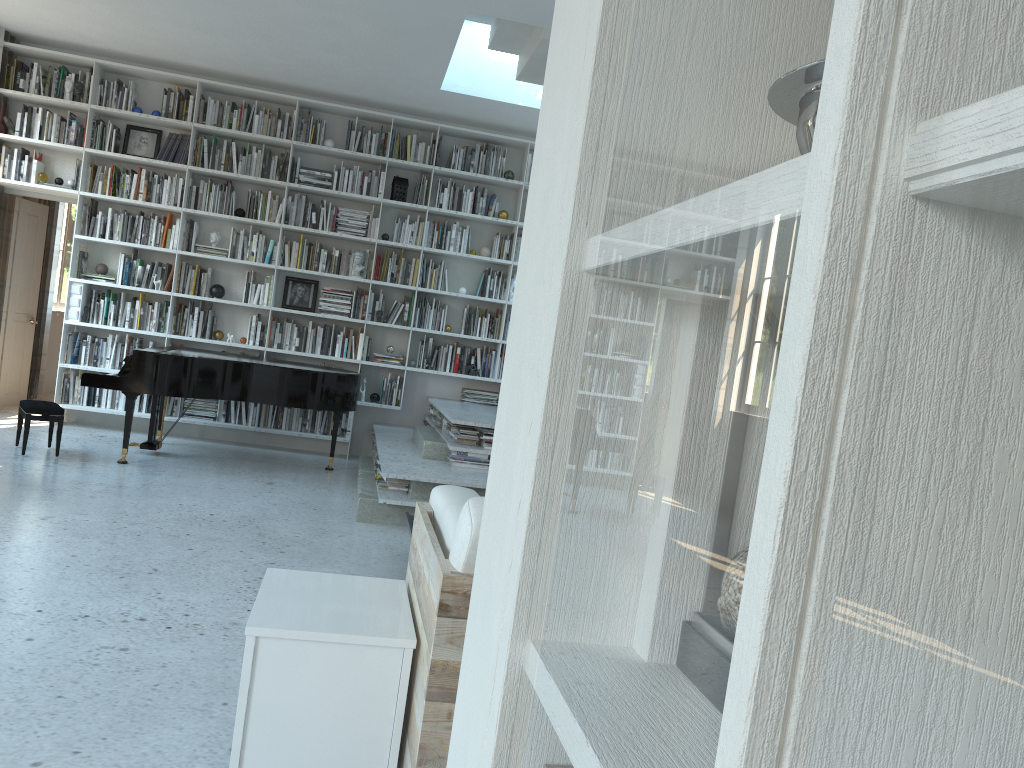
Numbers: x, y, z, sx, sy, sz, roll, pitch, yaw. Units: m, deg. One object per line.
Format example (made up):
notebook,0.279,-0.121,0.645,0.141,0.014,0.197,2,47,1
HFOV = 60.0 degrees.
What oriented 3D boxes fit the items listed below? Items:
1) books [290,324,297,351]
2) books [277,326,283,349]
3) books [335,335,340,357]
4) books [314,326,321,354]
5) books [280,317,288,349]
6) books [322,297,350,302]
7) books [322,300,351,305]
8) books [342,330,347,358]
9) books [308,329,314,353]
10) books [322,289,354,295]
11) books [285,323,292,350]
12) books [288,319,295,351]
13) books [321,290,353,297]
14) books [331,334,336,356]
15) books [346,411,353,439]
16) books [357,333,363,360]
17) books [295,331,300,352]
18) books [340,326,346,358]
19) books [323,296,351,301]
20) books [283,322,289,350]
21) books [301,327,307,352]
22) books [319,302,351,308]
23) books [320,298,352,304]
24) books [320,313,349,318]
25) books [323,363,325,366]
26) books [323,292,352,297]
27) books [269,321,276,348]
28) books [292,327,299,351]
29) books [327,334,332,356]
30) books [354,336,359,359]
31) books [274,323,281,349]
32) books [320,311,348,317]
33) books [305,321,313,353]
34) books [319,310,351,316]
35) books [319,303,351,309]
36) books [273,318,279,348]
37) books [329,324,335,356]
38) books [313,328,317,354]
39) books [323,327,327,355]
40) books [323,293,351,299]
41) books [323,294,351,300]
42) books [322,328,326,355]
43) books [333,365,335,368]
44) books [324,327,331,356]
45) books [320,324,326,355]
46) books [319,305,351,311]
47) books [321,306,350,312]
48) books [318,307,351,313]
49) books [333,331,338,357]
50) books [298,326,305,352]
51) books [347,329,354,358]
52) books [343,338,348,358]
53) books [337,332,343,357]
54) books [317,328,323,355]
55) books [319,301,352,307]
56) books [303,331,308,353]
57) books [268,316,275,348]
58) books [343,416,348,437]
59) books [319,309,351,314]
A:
books,-2.003,-0.428,8.122,0.021,0.244,0.141,8,3,-10
books,-2.115,-0.425,8.094,0.024,0.208,0.169,8,2,-10
books,-1.607,-0.353,8.179,0.023,0.204,0.167,8,2,-10
books,-1.788,-0.404,8.170,0.025,0.255,0.136,8,3,-10
books,-2.087,-0.463,8.113,0.027,0.291,0.140,8,3,-10
books,-1.615,-0.772,8.158,0.254,0.012,0.160,8,2,-7
books,-1.618,-0.748,8.155,0.254,0.012,0.160,8,2,-15
books,-1.553,-0.373,8.207,0.014,0.256,0.145,8,3,-10
books,-1.843,-0.394,8.153,0.025,0.220,0.140,8,3,-10
books,-1.604,-0.844,8.150,0.285,0.012,0.159,8,2,-15
books,-2.036,-0.433,8.101,0.027,0.246,0.179,8,3,-10
books,-2.014,-0.448,8.100,0.013,0.282,0.166,8,3,-10
books,-1.607,-0.833,8.157,0.285,0.012,0.159,8,2,-8
books,-1.644,-0.360,8.173,0.024,0.207,0.183,8,2,-10
books,-1.499,0.361,8.189,0.038,0.269,0.277,8,2,-10
books,-1.405,-0.346,8.207,0.033,0.246,0.176,8,3,-10
books,-1.956,-0.390,8.106,0.029,0.184,0.174,8,2,-10
books,-1.562,-0.393,8.196,0.014,0.294,0.137,8,3,-10
books,-1.614,-0.784,8.158,0.254,0.012,0.160,8,2,-13
books,-2.064,-0.438,8.113,0.024,0.248,0.132,8,3,-10
books,-1.907,-0.407,8.131,0.013,0.230,0.138,8,3,-10
books,-1.623,-0.725,8.163,0.285,0.012,0.159,8,2,-8
books,-1.616,-0.760,8.154,0.285,0.012,0.159,8,2,-5
books,-1.636,-0.630,8.163,0.254,0.012,0.160,8,2,-14
books,-1.740,-0.043,8.117,0.013,0.303,0.181,8,3,-10
books,-1.608,-0.821,8.154,0.254,0.012,0.160,8,2,-14
books,-2.176,-0.451,8.087,0.029,0.244,0.154,8,3,-10
books,-1.980,-0.411,8.105,0.023,0.217,0.174,8,2,-10
books,-1.681,-0.363,8.179,0.021,0.203,0.128,8,3,-10
books,-1.440,-0.336,8.207,0.011,0.216,0.166,8,2,-10
books,-2.136,-0.440,8.077,0.027,0.234,0.167,8,3,-10
books,-1.635,-0.642,8.166,0.254,0.012,0.160,8,2,-8
books,-1.861,-0.432,8.138,0.026,0.292,0.151,8,3,-10
books,-1.632,-0.654,8.159,0.285,0.012,0.159,8,2,-15
books,-1.625,-0.713,8.166,0.285,0.012,0.159,8,2,-9
books,-2.153,-0.464,8.083,0.011,0.275,0.145,8,3,-10
books,-1.656,-0.407,8.170,0.012,0.297,0.177,8,3,-10
books,-1.814,-0.398,8.150,0.031,0.237,0.158,8,3,-10
books,-1.717,-0.397,8.163,0.010,0.261,0.181,8,3,-10
books,-1.610,-0.809,8.156,0.254,0.012,0.160,8,2,-13
books,-1.612,-0.796,8.155,0.254,0.012,0.160,8,2,-14
books,-1.730,-0.394,8.171,0.011,0.252,0.158,8,3,-10
books,-1.651,-0.026,8.138,0.015,0.293,0.169,8,3,-10
books,-1.697,-0.396,8.159,0.028,0.264,0.161,8,3,-10
books,-1.741,-0.414,8.175,0.014,0.286,0.134,8,3,-10
books,-1.627,-0.702,8.169,0.285,0.012,0.159,8,2,-10
books,-1.627,-0.690,8.158,0.254,0.012,0.160,8,2,-15
books,-1.628,-0.678,8.158,0.285,0.012,0.159,8,2,-5
books,-1.626,-0.372,8.187,0.014,0.235,0.154,8,3,-10
books,-1.925,-0.413,8.117,0.029,0.238,0.165,8,3,-10
books,-1.497,-0.373,8.204,0.026,0.272,0.175,8,3,-10
books,-1.535,-0.333,8.188,0.023,0.183,0.169,8,2,-10
books,-1.583,-0.365,8.182,0.023,0.234,0.174,8,2,-10
books,-1.759,-0.395,8.148,0.026,0.245,0.191,8,2,-10
books,-1.620,-0.736,8.155,0.285,0.012,0.159,8,2,-5
books,-1.889,-0.388,8.123,0.023,0.196,0.165,8,2,-10
books,-2.194,-0.475,8.085,0.012,0.285,0.159,8,3,-10
books,-1.546,0.396,8.253,0.023,0.182,0.148,8,2,-10
books,-1.632,-0.666,8.168,0.285,0.012,0.159,8,2,-11
